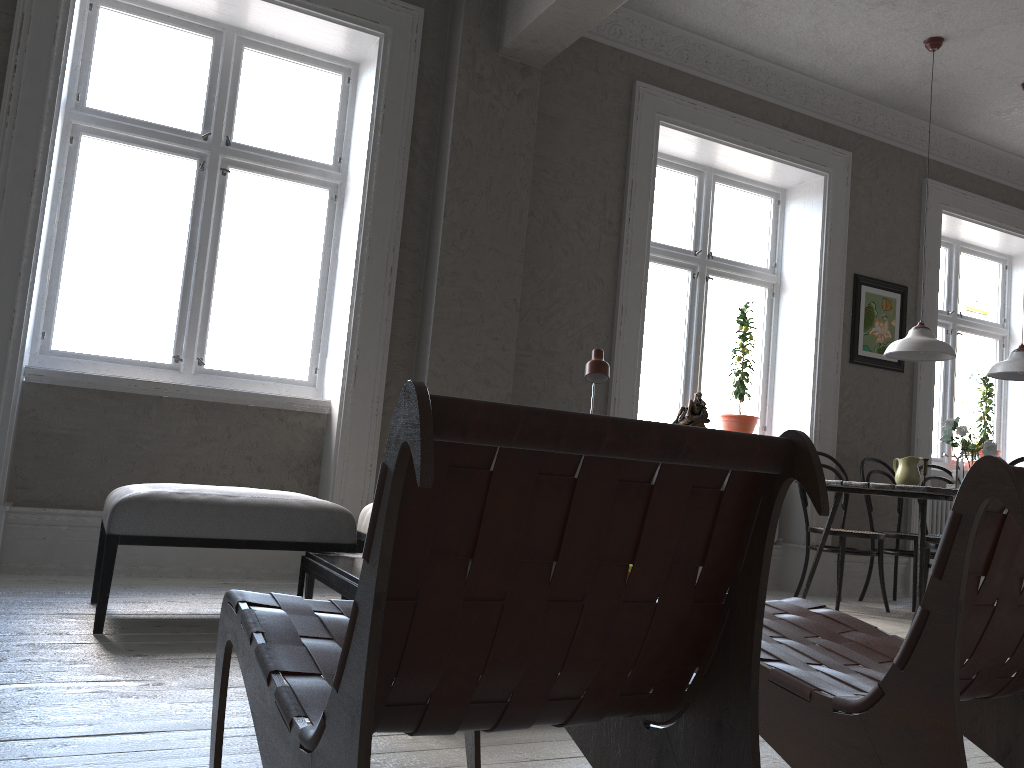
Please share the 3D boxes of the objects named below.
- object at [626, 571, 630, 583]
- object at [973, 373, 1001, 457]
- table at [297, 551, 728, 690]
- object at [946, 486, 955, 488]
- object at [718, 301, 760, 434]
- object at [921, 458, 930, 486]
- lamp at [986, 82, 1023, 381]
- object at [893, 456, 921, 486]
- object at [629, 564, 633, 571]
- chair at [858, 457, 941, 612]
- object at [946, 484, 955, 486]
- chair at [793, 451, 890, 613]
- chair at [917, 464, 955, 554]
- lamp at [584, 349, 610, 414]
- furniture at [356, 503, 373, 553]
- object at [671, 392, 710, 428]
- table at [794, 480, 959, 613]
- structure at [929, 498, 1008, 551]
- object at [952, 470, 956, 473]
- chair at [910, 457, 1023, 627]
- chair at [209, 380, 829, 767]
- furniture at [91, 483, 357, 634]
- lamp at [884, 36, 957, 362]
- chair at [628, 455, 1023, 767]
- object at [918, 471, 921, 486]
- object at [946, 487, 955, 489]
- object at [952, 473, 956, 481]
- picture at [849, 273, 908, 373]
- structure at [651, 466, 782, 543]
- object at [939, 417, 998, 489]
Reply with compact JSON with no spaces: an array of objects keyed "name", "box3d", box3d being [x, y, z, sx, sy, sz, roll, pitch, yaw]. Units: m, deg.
[{"name":"object","box3d":[0.363,0.629,2.893,0.056,0.058,0.057,5,-6,-2]},{"name":"object","box3d":[3.740,0.315,7.018,0.260,0.813,0.260,5,-6,1]},{"name":"table","box3d":[0.026,0.791,3.002,1.332,0.303,0.834,8,-6,-27]},{"name":"object","box3d":[2.772,0.642,5.390,0.233,0.027,0.242,2,-6,31]},{"name":"object","box3d":[1.521,-0.074,5.869,0.268,0.992,0.272,4,-6,13]},{"name":"object","box3d":[2.328,0.505,4.994,0.060,0.167,0.058,6,-6,-13]},{"name":"lamp","box3d":[3.163,-0.960,5.450,0.384,1.859,0.374,7,-6,-19]},{"name":"object","box3d":[2.230,0.496,5.004,0.147,0.170,0.138,3,-6,25]},{"name":"object","box3d":[0.397,0.644,3.024,0.061,0.058,0.062,3,-6,18]},{"name":"chair","box3d":[2.468,0.931,5.573,0.446,0.921,0.539,8,-6,-29]},{"name":"object","box3d":[2.772,0.634,5.391,0.238,0.027,0.236,5,-5,-4]},{"name":"chair","box3d":[1.970,0.863,5.313,0.444,0.921,0.542,7,-6,-19]},{"name":"chair","box3d":[2.912,0.990,5.782,0.442,0.921,0.543,6,-6,-14]},{"name":"lamp","box3d":[0.291,0.284,3.452,0.137,0.839,0.253,4,-6,10]},{"name":"furniture","box3d":[-0.184,0.745,3.749,0.842,0.476,0.573,8,-6,-27]},{"name":"object","box3d":[1.140,0.205,5.654,0.241,0.329,0.118,8,-6,-25]},{"name":"table","box3d":[2.649,0.998,5.128,1.953,0.735,0.889,8,-6,-27]},{"name":"structure","box3d":[3.494,1.069,6.729,1.245,0.428,0.146,8,-6,-29]},{"name":"object","box3d":[2.777,0.578,5.397,0.183,0.094,0.176,9,-7,-35]},{"name":"chair","box3d":[2.358,0.818,4.484,0.446,0.921,0.539,8,-6,-29]},{"name":"chair","box3d":[-0.096,0.404,1.317,0.516,0.721,0.999,8,-6,-26]},{"name":"furniture","box3d":[-1.069,0.625,3.294,0.842,0.476,0.573,8,-6,-27]},{"name":"lamp","box3d":[2.359,-1.069,5.037,0.376,1.859,0.382,4,-6,11]},{"name":"chair","box3d":[0.674,0.509,1.713,0.516,0.721,0.999,8,-6,-26]},{"name":"object","box3d":[2.495,0.590,5.444,0.142,0.112,0.136,10,-8,-44]},{"name":"object","box3d":[2.771,0.651,5.389,0.239,0.027,0.236,6,-6,-9]},{"name":"object","box3d":[2.775,0.598,5.395,0.183,0.094,0.176,9,-7,-35]},{"name":"picture","box3d":[2.541,-0.414,6.119,0.530,0.620,0.019,8,-6,-27]},{"name":"structure","box3d":[1.217,0.761,5.558,1.245,0.428,0.146,8,-6,-29]},{"name":"object","box3d":[2.527,0.388,4.899,0.256,0.414,0.306,8,-6,-28]}]
